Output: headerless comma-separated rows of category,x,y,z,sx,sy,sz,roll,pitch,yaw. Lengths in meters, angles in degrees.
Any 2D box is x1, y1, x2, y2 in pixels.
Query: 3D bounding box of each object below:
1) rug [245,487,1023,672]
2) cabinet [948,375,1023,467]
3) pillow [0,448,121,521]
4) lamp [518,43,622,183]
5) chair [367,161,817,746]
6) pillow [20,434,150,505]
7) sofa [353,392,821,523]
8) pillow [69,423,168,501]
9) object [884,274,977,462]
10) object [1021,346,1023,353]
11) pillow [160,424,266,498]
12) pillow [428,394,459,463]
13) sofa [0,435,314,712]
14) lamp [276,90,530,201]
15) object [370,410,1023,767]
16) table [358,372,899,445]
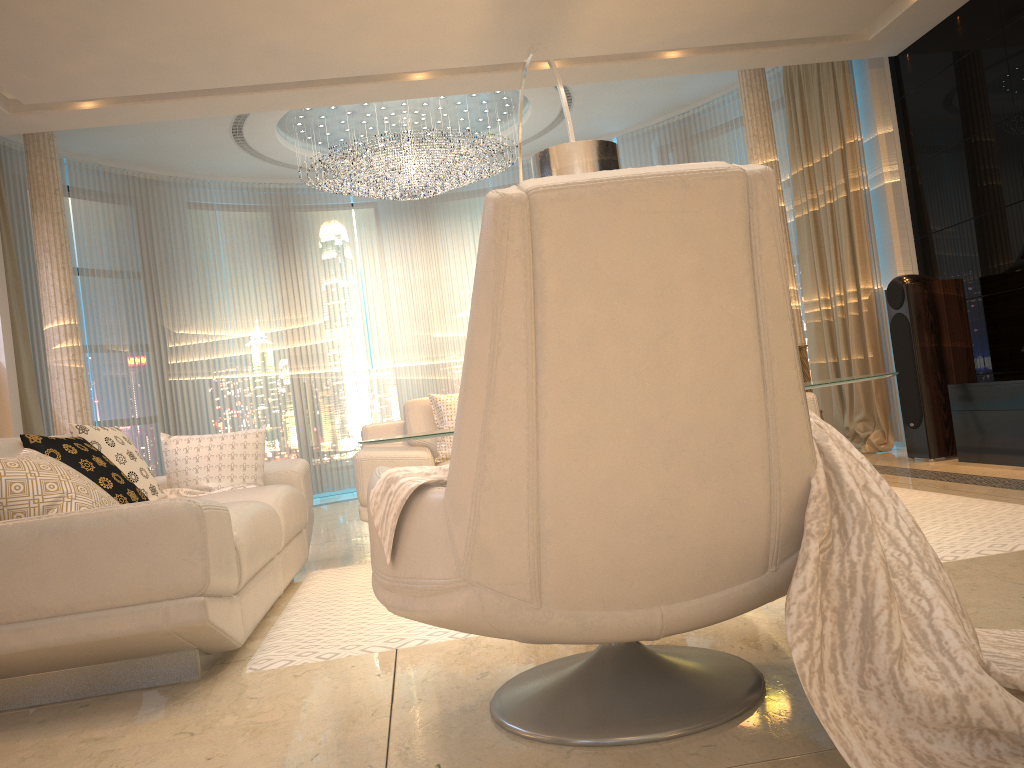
rug,0.573,0.654,3.442,2.900,0.020,1.661,-7,-1,-7
cabinet,2.877,0.144,3.682,0.416,0.444,2.842,-7,-1,-6
pillow,-1.446,0.351,2.794,0.351,0.329,0.521,-7,-1,-6
lamp,0.250,-0.538,4.727,0.393,2.519,2.009,-7,-1,-6
chair,0.194,0.166,1.792,1.027,0.991,0.983,-7,-1,-7
pillow,-1.509,0.336,3.249,0.323,0.355,0.524,-7,-1,-6
sofa,0.349,0.343,4.816,2.328,0.754,1.145,-7,-1,-6
pillow,-1.602,0.344,3.699,0.255,0.399,0.526,-7,-1,-6
object,2.592,-0.121,5.372,0.468,1.127,0.285,-7,-1,-6
object,2.749,-0.211,4.557,0.197,0.343,0.197,-6,-2,-42
pillow,-1.378,0.351,4.014,0.521,0.325,0.281,-7,-1,3
pillow,-0.209,0.210,4.818,0.463,0.380,0.222,-7,-1,-2
sofa,-1.444,0.536,3.310,1.145,0.754,2.328,-7,-1,-6
lamp,-0.850,-1.890,7.374,2.109,0.685,2.109,-9,-2,39
object,0.417,0.339,1.863,1.347,0.580,0.972,-8,-2,31
table,0.509,0.365,3.456,2.140,0.565,0.999,-7,-1,-7
